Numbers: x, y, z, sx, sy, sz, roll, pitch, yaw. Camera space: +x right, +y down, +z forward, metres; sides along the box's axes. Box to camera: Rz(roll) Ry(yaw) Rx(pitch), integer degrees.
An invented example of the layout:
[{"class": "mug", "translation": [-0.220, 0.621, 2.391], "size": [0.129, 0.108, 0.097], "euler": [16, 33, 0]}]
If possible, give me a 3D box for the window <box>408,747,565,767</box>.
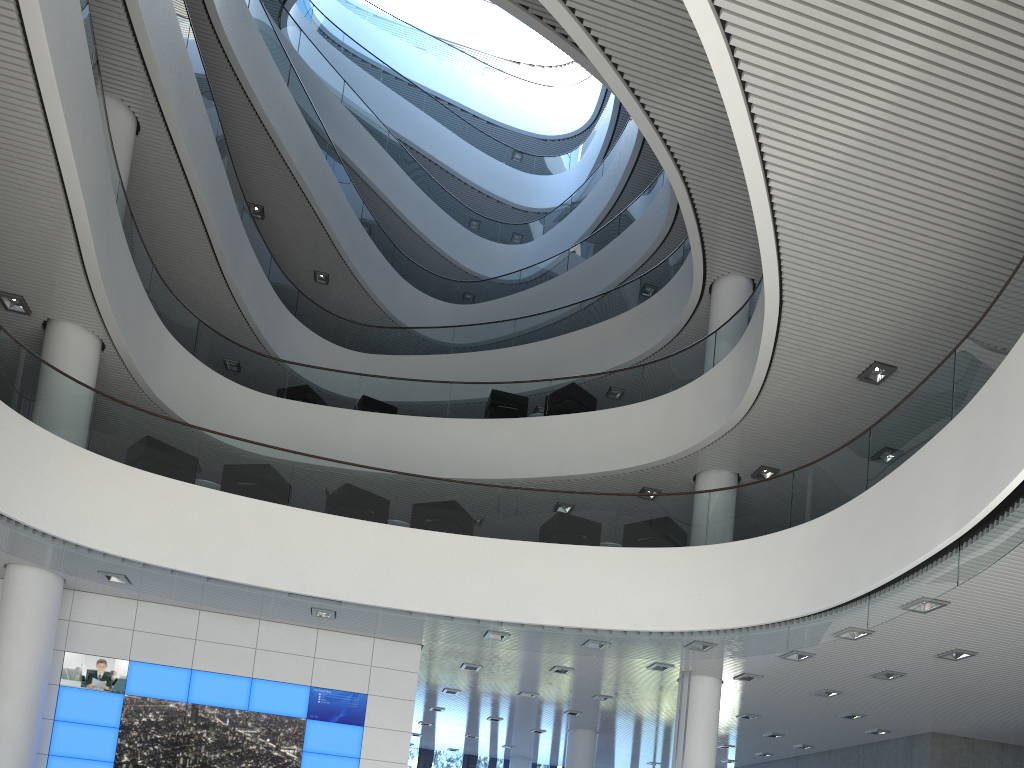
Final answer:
[{"class": "window", "translation": [-0.739, 8.883, 16.117], "size": [18.453, 2.747, 0.081], "euler": [13, -7, -12]}]
